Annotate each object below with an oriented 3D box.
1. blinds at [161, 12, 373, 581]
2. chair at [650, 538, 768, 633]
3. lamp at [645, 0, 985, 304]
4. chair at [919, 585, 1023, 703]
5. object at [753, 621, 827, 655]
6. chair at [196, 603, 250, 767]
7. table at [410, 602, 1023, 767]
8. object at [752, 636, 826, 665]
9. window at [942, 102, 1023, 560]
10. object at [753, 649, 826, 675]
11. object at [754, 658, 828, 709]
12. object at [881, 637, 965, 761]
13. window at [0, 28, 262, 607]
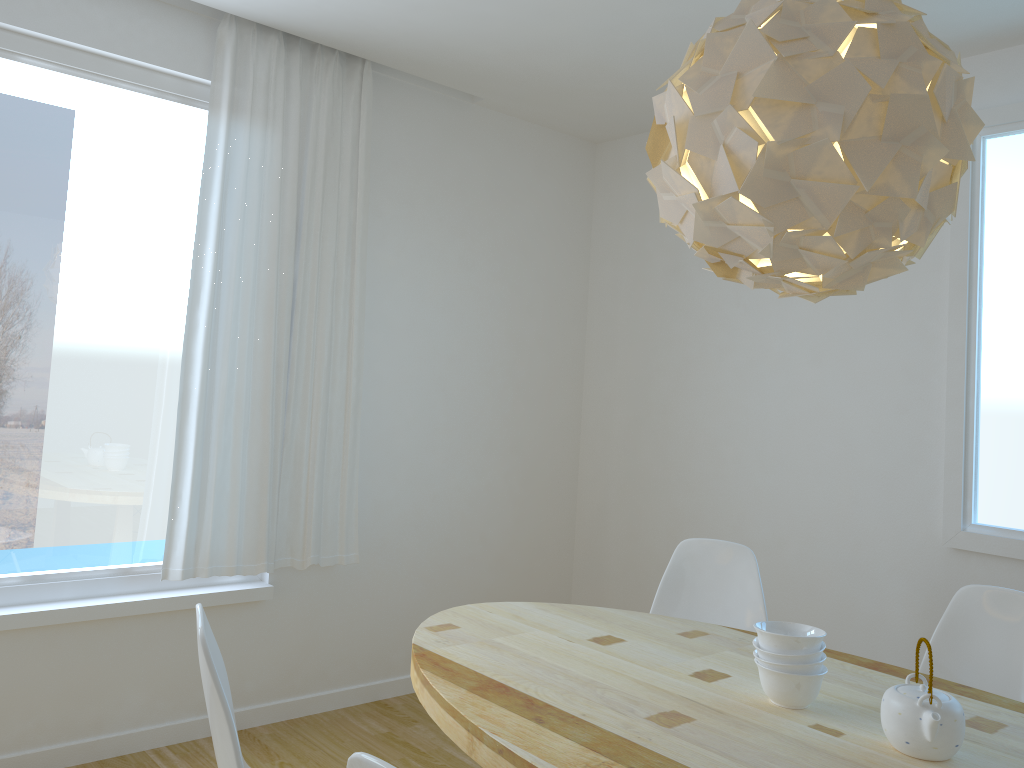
[{"bbox_3d":[-0.868,-0.354,3.468,0.792,2.169,0.150,6,-5,-40],"label":"blinds"},{"bbox_3d":[0.562,0.969,2.734,0.430,0.905,0.521,2,-3,24],"label":"chair"},{"bbox_3d":[0.623,-0.728,1.850,0.644,1.139,0.639,6,-4,-41],"label":"lamp"},{"bbox_3d":[1.147,1.002,2.244,0.521,0.905,0.430,6,-4,-41],"label":"chair"},{"bbox_3d":[0.601,0.572,1.920,0.152,0.087,0.151,4,-1,-13],"label":"object"},{"bbox_3d":[-0.394,0.905,1.776,0.522,0.905,0.429,5,-3,-21],"label":"chair"},{"bbox_3d":[0.566,1.050,1.756,1.190,0.728,2.191,5,-1,-42],"label":"table"},{"bbox_3d":[0.598,0.600,1.916,0.150,0.096,0.152,4,-2,-24],"label":"object"},{"bbox_3d":[1.293,0.005,1.723,2.541,2.061,1.880,5,-3,-41],"label":"window"},{"bbox_3d":[0.599,0.624,1.915,0.151,0.093,0.151,4,-1,-2],"label":"object"},{"bbox_3d":[0.601,0.647,1.914,0.152,0.083,0.151,4,-1,-2],"label":"object"},{"bbox_3d":[0.774,0.592,1.682,0.177,0.212,0.147,6,-4,-41],"label":"object"},{"bbox_3d":[-1.998,-0.244,2.746,2.718,1.925,0.088,5,-4,-41],"label":"window"}]
